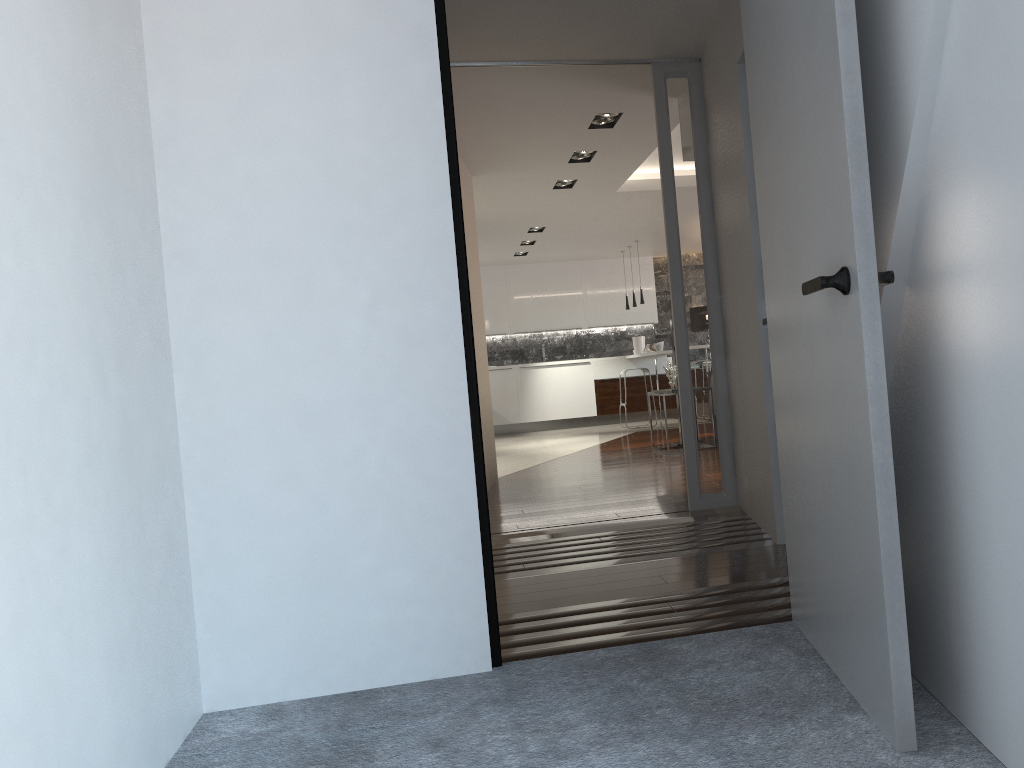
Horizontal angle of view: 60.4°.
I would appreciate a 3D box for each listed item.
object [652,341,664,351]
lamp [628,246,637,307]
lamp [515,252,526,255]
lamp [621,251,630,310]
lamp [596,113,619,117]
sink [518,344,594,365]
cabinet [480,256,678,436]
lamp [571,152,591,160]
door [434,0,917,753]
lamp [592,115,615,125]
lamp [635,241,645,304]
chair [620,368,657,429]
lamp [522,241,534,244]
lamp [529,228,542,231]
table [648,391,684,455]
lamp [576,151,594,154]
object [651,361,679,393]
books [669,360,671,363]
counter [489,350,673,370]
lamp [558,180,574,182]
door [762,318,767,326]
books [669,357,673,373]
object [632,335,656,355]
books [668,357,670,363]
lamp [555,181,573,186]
[{"bbox_3d":[2.075,-0.508,11.791,0.446,0.133,0.185,-5,0,-9],"label":"object"},{"bbox_3d":[1.670,-1.491,12.215,0.059,0.845,0.057,-5,0,-8],"label":"lamp"},{"bbox_3d":[0.112,-1.829,12.178,0.186,0.077,0.167,-5,1,-37],"label":"lamp"},{"bbox_3d":[1.632,-1.491,12.668,0.059,0.845,0.057,-5,0,-8],"label":"lamp"},{"bbox_3d":[0.635,-1.827,5.878,0.178,0.077,0.176,-5,0,-2],"label":"lamp"},{"bbox_3d":[0.659,-0.355,13.239,1.175,0.520,0.499,-5,0,-10],"label":"sink"},{"bbox_3d":[1.854,-0.672,11.608,7.051,2.500,4.366,-5,0,-9],"label":"cabinet"},{"bbox_3d":[0.541,-1.828,6.998,0.182,0.077,0.172,-5,0,-13],"label":"lamp"},{"bbox_3d":[0.387,-0.276,2.186,1.019,2.093,0.961,-5,0,-8],"label":"door"},{"bbox_3d":[0.620,-1.827,6.055,0.182,0.077,0.172,-5,0,-13],"label":"lamp"},{"bbox_3d":[1.708,-1.491,11.761,0.059,0.845,0.057,-5,0,-8],"label":"lamp"},{"bbox_3d":[1.693,0.192,11.977,0.438,0.800,0.413,-5,0,-8],"label":"chair"},{"bbox_3d":[0.190,-1.829,11.229,0.185,0.077,0.169,-5,0,-25],"label":"lamp"},{"bbox_3d":[0.271,-1.828,10.278,0.185,0.077,0.169,-5,0,-25],"label":"lamp"},{"bbox_3d":[1.597,0.346,8.332,0.458,0.563,0.591,-5,0,-7],"label":"table"},{"bbox_3d":[0.556,-1.828,6.821,0.178,0.077,0.176,-5,0,-2],"label":"lamp"},{"bbox_3d":[1.521,-0.076,8.451,0.300,0.287,0.269,-5,0,-38],"label":"object"},{"bbox_3d":[2.406,-0.269,13.455,0.021,0.205,0.152,-5,0,-5],"label":"books"},{"bbox_3d":[0.363,-0.279,12.196,4.106,0.041,2.643,-5,0,-9],"label":"counter"},{"bbox_3d":[0.477,-1.828,7.776,0.178,0.077,0.176,-5,0,-2],"label":"lamp"},{"bbox_3d":[1.091,-0.343,3.322,0.153,2.093,1.004,-5,0,5],"label":"door"},{"bbox_3d":[2.425,-0.290,13.480,0.024,0.243,0.172,-5,0,-5],"label":"books"},{"bbox_3d":[2.063,-0.603,13.513,0.412,0.298,0.579,-5,0,5],"label":"object"},{"bbox_3d":[2.382,-0.286,13.450,0.019,0.244,0.172,-5,0,-5],"label":"books"},{"bbox_3d":[0.461,-1.828,7.953,0.187,0.077,0.167,-5,1,-43],"label":"lamp"}]
